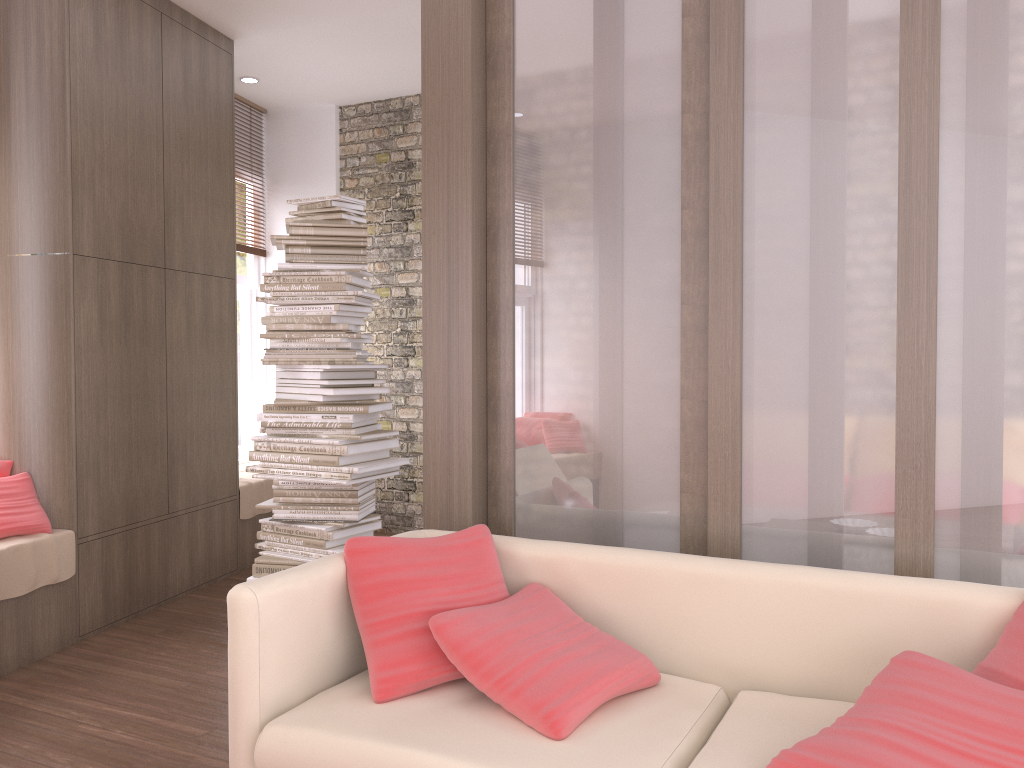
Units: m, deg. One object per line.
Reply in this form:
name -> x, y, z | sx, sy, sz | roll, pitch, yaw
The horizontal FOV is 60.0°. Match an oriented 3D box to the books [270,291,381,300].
books -> -0.876, -0.418, 4.206 | 0.434, 0.019, 0.324 | 0, 2, 7

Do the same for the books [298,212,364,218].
books -> -0.852, -0.790, 4.192 | 0.258, 0.010, 0.183 | 0, 2, 12

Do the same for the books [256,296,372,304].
books -> -0.928, -0.396, 4.207 | 0.470, 0.022, 0.306 | 0, 2, 7

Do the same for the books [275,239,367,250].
books -> -0.901, -0.652, 4.191 | 0.412, 0.019, 0.259 | -1, 2, -13

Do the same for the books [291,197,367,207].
books -> -0.861, -0.847, 4.178 | 0.277, 0.008, 0.216 | 1, 2, 27

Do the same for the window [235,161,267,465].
window -> -2.171, -0.508, 6.268 | 0.160, 2.229, 1.407 | 0, 2, 14

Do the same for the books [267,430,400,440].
books -> -0.848, 0.234, 4.223 | 0.542, 0.020, 0.320 | 1, 2, 27

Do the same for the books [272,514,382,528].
books -> -0.876, 0.628, 4.196 | 0.448, 0.016, 0.264 | 1, 2, 32

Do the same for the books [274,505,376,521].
books -> -0.875, 0.602, 4.184 | 0.396, 0.024, 0.310 | 0, 2, 7

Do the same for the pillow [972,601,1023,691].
pillow -> 1.167, 0.646, 1.873 | 0.379, 0.377, 0.498 | -1, 2, -13

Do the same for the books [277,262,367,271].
books -> -0.896, -0.544, 4.191 | 0.404, 0.026, 0.266 | -1, 2, -13

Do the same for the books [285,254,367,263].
books -> -0.886, -0.586, 4.221 | 0.371, 0.036, 0.211 | -1, 2, -13

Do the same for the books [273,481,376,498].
books -> -0.875, 0.494, 4.181 | 0.396, 0.033, 0.310 | 0, 2, 7

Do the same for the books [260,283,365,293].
books -> -0.938, -0.446, 4.200 | 0.401, 0.035, 0.315 | 0, 2, 7

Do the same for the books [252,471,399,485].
books -> -0.871, 0.427, 4.183 | 0.542, 0.016, 0.423 | 1, 2, 27

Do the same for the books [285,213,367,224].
books -> -0.880, -0.773, 4.199 | 0.327, 0.023, 0.198 | 1, 2, 27

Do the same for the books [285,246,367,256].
books -> -0.886, -0.624, 4.220 | 0.371, 0.036, 0.211 | -1, 2, -13

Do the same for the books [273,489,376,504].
books -> -0.875, 0.524, 4.181 | 0.396, 0.024, 0.310 | 0, 2, 7

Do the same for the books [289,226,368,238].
books -> -0.869, -0.703, 4.188 | 0.351, 0.036, 0.275 | -1, 2, -13

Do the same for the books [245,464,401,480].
books -> -0.898, 0.402, 4.233 | 0.612, 0.028, 0.399 | 1, 2, 27

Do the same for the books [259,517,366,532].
books -> -0.925, 0.645, 4.202 | 0.422, 0.016, 0.330 | 1, 2, 32

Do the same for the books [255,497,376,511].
books -> -0.920, 0.562, 4.195 | 0.488, 0.018, 0.296 | 0, 2, 7

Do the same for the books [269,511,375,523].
books -> -0.884, 0.618, 4.180 | 0.413, 0.006, 0.322 | 0, 2, 7

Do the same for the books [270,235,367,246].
books -> -0.913, -0.673, 4.193 | 0.435, 0.019, 0.248 | -1, 2, -13

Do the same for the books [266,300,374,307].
books -> -0.895, -0.377, 4.178 | 0.416, 0.012, 0.324 | 0, 2, 7

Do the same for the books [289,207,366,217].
books -> -0.869, -0.804, 4.191 | 0.303, 0.015, 0.202 | 1, 2, 27

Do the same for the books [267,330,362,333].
books -> -0.932, -0.248, 4.209 | 0.395, 0.009, 0.233 | 0, 2, 2

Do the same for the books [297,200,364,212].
books -> -0.856, -0.827, 4.188 | 0.260, 0.029, 0.193 | 1, 2, 42

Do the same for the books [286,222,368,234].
books -> -0.875, -0.729, 4.180 | 0.366, 0.012, 0.287 | -1, 2, -13

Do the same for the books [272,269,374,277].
books -> -0.891, -0.525, 4.213 | 0.416, 0.015, 0.245 | 0, 2, 7

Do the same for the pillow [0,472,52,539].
pillow -> -2.260, 0.544, 3.934 | 0.264, 0.278, 0.357 | 1, 2, 35

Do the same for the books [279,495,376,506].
books -> -0.867, 0.549, 4.200 | 0.385, 0.008, 0.274 | 0, 2, 7

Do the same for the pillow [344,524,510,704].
pillow -> -0.213, 0.630, 2.520 | 0.498, 0.377, 0.379 | -1, 2, -28

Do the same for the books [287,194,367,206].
books -> -0.874, -0.859, 4.191 | 0.313, 0.014, 0.204 | 1, 2, 27

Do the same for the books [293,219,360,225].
books -> -0.866, -0.748, 4.189 | 0.272, 0.023, 0.201 | 0, 2, 7

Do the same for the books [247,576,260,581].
books -> -0.936, 0.906, 4.150 | 0.469, 0.057, 0.364 | 0, 2, 12

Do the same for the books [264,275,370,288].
books -> -0.918, -0.483, 4.217 | 0.416, 0.035, 0.323 | 0, 2, 7

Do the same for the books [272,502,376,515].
books -> -0.879, 0.580, 4.189 | 0.405, 0.018, 0.300 | 0, 2, 7

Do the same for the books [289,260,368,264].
books -> -0.869, -0.562, 4.188 | 0.351, 0.010, 0.284 | -1, 2, -13

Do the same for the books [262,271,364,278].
books -> -0.934, -0.509, 4.199 | 0.392, 0.015, 0.306 | 0, 2, 7

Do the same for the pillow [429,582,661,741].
pillow -> 0.087, 0.716, 2.368 | 0.467, 0.224, 0.507 | 1, 2, 39

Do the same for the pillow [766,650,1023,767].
pillow -> 0.860, 0.732, 1.786 | 0.467, 0.224, 0.507 | -1, 2, -36

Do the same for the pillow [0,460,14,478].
pillow -> -2.524, 0.523, 4.007 | 0.484, 0.334, 0.193 | -1, 2, -23
